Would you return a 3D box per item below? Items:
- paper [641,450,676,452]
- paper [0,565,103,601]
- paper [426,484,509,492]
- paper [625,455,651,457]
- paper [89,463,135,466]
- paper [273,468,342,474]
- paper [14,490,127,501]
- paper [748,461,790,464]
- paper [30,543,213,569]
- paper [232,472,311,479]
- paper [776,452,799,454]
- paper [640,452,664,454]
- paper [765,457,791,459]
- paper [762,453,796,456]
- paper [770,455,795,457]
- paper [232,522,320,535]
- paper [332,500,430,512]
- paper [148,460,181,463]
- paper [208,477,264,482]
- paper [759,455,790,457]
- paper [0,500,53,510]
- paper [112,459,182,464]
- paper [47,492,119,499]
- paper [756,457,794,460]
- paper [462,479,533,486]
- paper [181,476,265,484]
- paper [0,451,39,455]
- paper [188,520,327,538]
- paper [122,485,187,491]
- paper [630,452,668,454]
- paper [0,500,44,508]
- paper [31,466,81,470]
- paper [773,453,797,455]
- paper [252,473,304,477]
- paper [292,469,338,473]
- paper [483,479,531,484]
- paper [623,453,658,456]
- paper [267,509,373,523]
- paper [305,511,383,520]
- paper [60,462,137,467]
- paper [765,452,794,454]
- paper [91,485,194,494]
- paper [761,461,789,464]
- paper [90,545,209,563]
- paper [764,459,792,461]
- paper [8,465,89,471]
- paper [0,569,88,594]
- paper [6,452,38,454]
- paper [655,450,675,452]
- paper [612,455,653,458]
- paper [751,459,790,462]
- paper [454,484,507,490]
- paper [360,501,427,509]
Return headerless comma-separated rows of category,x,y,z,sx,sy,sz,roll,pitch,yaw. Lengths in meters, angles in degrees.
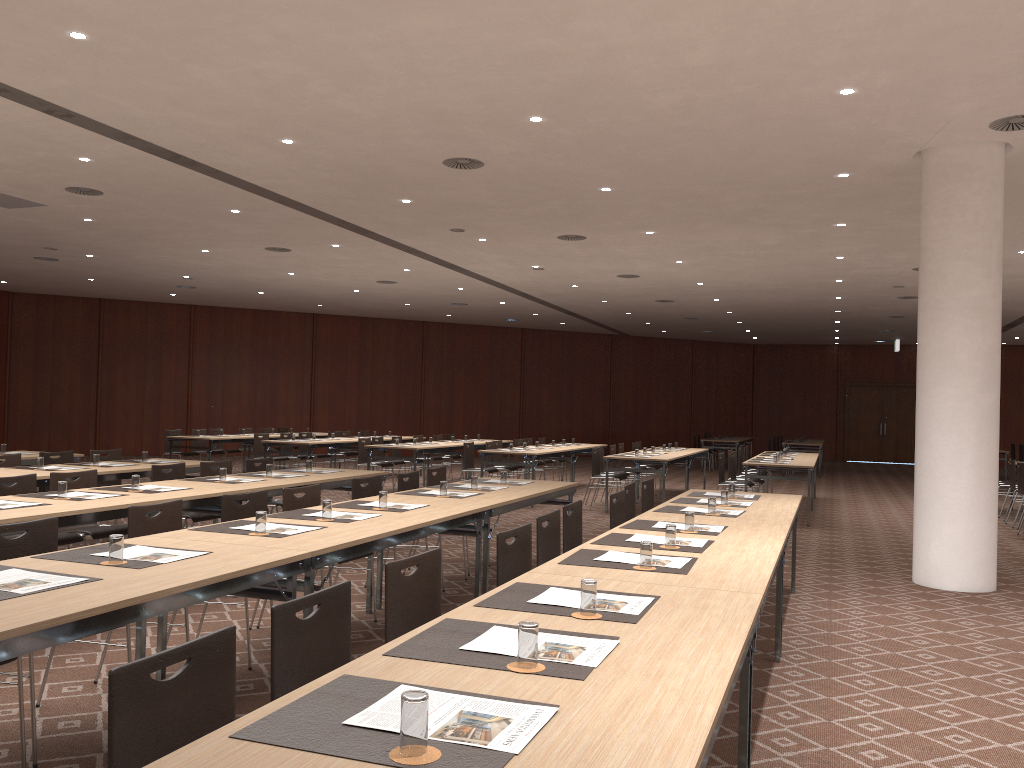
paper,2.598,1.174,15.587,0.565,0.003,0.460,1,-2,21
paper,-1.878,0.718,3.214,0.565,0.003,0.460,1,-2,23
paper,-0.371,0.874,7.494,0.565,0.003,0.460,1,-2,21
paper,1.907,1.094,13.466,0.398,0.006,0.284,1,-2,19
paper,-4.032,0.804,8.870,0.398,0.006,0.284,1,-2,17
paper,-2.019,0.862,8.796,0.565,0.003,0.460,1,-2,19
paper,-3.006,0.762,6.064,0.565,0.003,0.460,1,-2,18
paper,3.698,1.130,12.793,0.565,0.003,0.460,1,-2,20
paper,-1.678,0.740,3.844,0.565,0.003,0.460,1,-2,19
paper,-2.226,0.840,8.158,0.565,0.003,0.460,1,-2,22
paper,5.005,1.252,16.122,0.398,0.006,0.284,1,-2,21
paper,2.331,1.139,14.719,0.398,0.006,0.284,1,-2,18
paper,4.211,1.174,14.032,0.398,0.006,0.284,1,-2,19
paper,4.671,1.230,15.514,0.565,0.003,0.460,1,-2,17
paper,4.552,1.207,14.916,0.398,0.006,0.284,1,-2,22
paper,-1.265,0.772,4.754,0.398,0.006,0.284,1,-2,23
paper,-0.899,0.818,5.943,0.565,0.003,0.460,1,-2,18
paper,-3.800,0.827,9.509,0.398,0.006,0.284,1,-2,21
paper,-2.361,0.816,7.579,0.398,0.006,0.284,1,-2,20
paper,4.455,1.207,14.891,0.565,0.003,0.460,1,-2,20
paper,-3.215,0.739,5.426,0.565,0.003,0.460,1,-2,22
paper,-3.880,0.828,9.466,0.565,0.003,0.460,1,-2,21
paper,-2.929,0.760,6.064,0.398,0.006,0.284,1,-2,17
paper,4.143,1.174,13.982,0.565,0.003,0.460,1,-2,17
paper,-0.127,0.898,8.114,0.565,0.003,0.460,1,-2,19
paper,-2.454,0.817,7.541,0.565,0.003,0.460,1,-2,21
paper,-5.767,0.792,10.133,0.565,0.003,0.460,1,-2,19
paper,-1.352,0.773,4.750,0.565,0.003,0.460,1,-2,19
paper,-2.686,0.784,6.689,0.398,0.006,0.284,1,-2,22
paper,2.280,1.141,14.686,0.565,0.003,0.460,1,-2,21
paper,-3.156,0.738,5.464,0.398,0.006,0.284,1,-2,20
paper,-4.236,0.782,8.271,0.398,0.006,0.284,1,-2,17
paper,4.781,1.230,15.555,0.398,0.006,0.284,1,-2,22
paper,-2.144,0.839,8.187,0.398,0.006,0.284,1,-2,22
paper,-1.938,0.861,8.797,0.398,0.006,0.284,1,-2,19
paper,-0.038,0.897,8.137,0.398,0.006,0.284,1,-2,17
paper,2.044,1.117,14.049,0.565,0.003,0.460,1,-2,20
paper,-1.143,0.796,5.365,0.565,0.003,0.460,1,-2,17
paper,-1.030,0.796,5.389,0.398,0.006,0.284,1,-2,19
paper,-4.097,0.805,8.841,0.565,0.003,0.460,1,-2,18
paper,4.909,1.253,16.130,0.565,0.003,0.460,1,-2,19
paper,-2.766,0.784,6.628,0.565,0.003,0.460,1,-2,19
paper,3.791,1.129,12.799,0.398,0.006,0.284,1,-2,19
paper,-1.575,0.740,3.863,0.398,0.006,0.284,1,-2,20
paper,4.007,1.151,13.397,0.398,0.006,0.284,1,-2,22
paper,-4.323,0.783,8.264,0.565,0.003,0.460,1,-2,20
paper,-1.804,0.716,3.236,0.398,0.006,0.284,1,-2,22
paper,-5.673,0.792,10.170,0.398,0.006,0.284,1,-2,21
paper,2.684,1.173,15.608,0.398,0.006,0.284,1,-2,19
paper,1.813,1.094,13.439,0.565,0.003,0.460,1,-2,19
paper,3.915,1.152,13.402,0.565,0.003,0.460,1,-2,22
paper,-0.261,0.874,7.534,0.398,0.006,0.284,1,-2,21
paper,-0.804,0.818,5.994,0.398,0.006,0.284,1,-2,20
